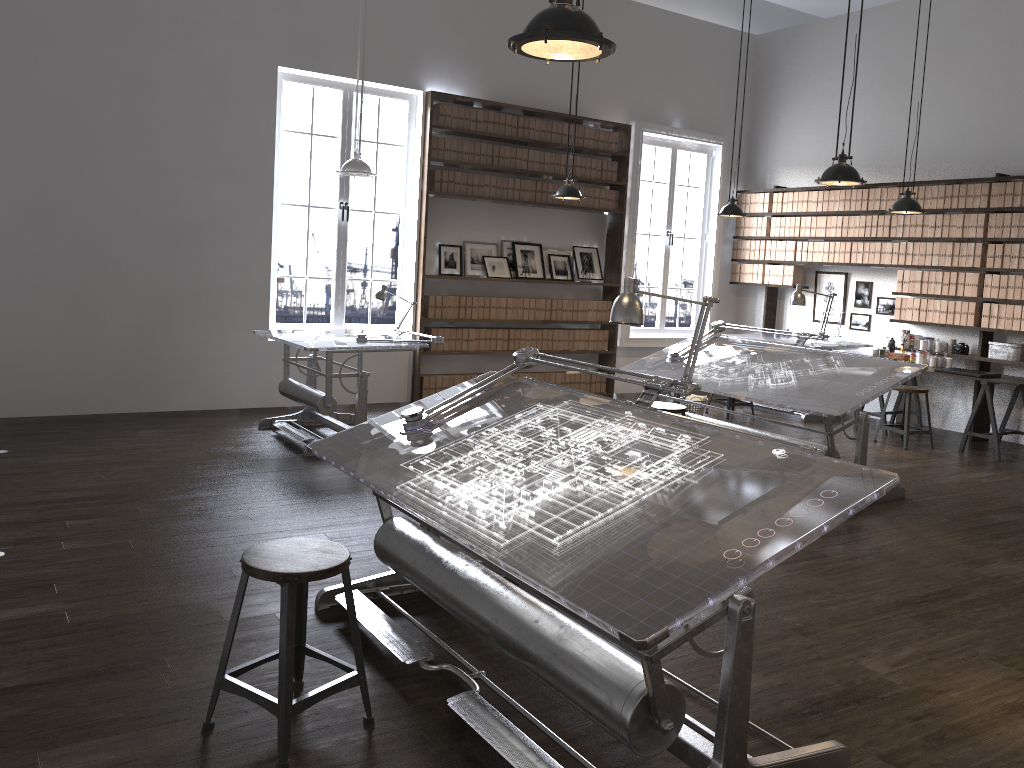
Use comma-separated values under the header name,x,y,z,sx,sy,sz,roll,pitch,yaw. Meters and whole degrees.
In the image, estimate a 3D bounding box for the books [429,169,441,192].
name,x,y,z,sx,sy,sz,roll,pitch,yaw
books,-0.768,-1.987,8.684,0.067,0.224,0.175,0,7,-33

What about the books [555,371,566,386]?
name,x,y,z,sx,sy,sz,roll,pitch,yaw
books,0.506,-0.014,9.741,0.067,0.224,0.175,0,7,-33

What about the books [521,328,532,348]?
name,x,y,z,sx,sy,sz,roll,pitch,yaw
books,0.129,-0.480,9.440,0.067,0.224,0.175,0,7,-33

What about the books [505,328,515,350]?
name,x,y,z,sx,sy,sz,roll,pitch,yaw
books,-0.049,-0.474,9.323,0.067,0.225,0.175,0,7,-33

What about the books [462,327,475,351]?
name,x,y,z,sx,sy,sz,roll,pitch,yaw
books,-0.458,-0.462,9.063,0.067,0.224,0.175,0,7,-33

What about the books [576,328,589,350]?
name,x,y,z,sx,sy,sz,roll,pitch,yaw
books,0.774,-0.499,9.855,0.067,0.224,0.175,0,7,-33

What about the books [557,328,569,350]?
name,x,y,z,sx,sy,sz,roll,pitch,yaw
books,0.541,-0.492,9.709,0.067,0.224,0.175,0,7,-33

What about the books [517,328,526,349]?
name,x,y,z,sx,sy,sz,roll,pitch,yaw
books,0.070,-0.477,9.398,0.067,0.224,0.175,0,7,-33

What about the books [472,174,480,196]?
name,x,y,z,sx,sy,sz,roll,pitch,yaw
books,-0.403,-1.997,8.911,0.067,0.225,0.175,0,7,-33

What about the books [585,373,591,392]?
name,x,y,z,sx,sy,sz,roll,pitch,yaw
books,0.798,-0.023,9.930,0.067,0.224,0.175,0,7,-33

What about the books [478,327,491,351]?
name,x,y,z,sx,sy,sz,roll,pitch,yaw
books,-0.294,-0.468,9.172,0.067,0.224,0.175,0,7,-33

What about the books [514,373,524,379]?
name,x,y,z,sx,sy,sz,roll,pitch,yaw
books,0.048,0.000,9.443,0.067,0.225,0.175,0,7,-33

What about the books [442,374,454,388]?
name,x,y,z,sx,sy,sz,roll,pitch,yaw
books,-0.665,0.020,8.990,0.067,0.224,0.175,0,7,-33

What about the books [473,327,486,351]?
name,x,y,z,sx,sy,sz,roll,pitch,yaw
books,-0.347,-0.465,9.131,0.067,0.225,0.175,0,7,-33

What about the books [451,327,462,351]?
name,x,y,z,sx,sy,sz,roll,pitch,yaw
books,-0.579,-0.459,8.988,0.067,0.224,0.175,0,7,-33

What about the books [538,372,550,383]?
name,x,y,z,sx,sy,sz,roll,pitch,yaw
books,0.333,-0.009,9.630,0.067,0.224,0.175,0,7,-33

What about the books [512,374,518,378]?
name,x,y,z,sx,sy,sz,roll,pitch,yaw
books,-0.016,0.001,9.404,0.067,0.224,0.175,0,7,-33

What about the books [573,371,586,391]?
name,x,y,z,sx,sy,sz,roll,pitch,yaw
books,0.740,-0.021,9.888,0.067,0.224,0.175,0,7,-33

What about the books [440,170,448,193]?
name,x,y,z,sx,sy,sz,roll,pitch,yaw
books,-0.703,-1.988,8.720,0.067,0.225,0.175,0,7,-33

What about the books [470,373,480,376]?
name,x,y,z,sx,sy,sz,roll,pitch,yaw
books,-0.374,0.011,9.179,0.067,0.224,0.175,0,7,-33

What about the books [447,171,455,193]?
name,x,y,z,sx,sy,sz,roll,pitch,yaw
books,-0.642,-1.991,8.765,0.067,0.224,0.175,0,7,-33

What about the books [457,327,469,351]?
name,x,y,z,sx,sy,sz,roll,pitch,yaw
books,-0.518,-0.460,9.023,0.067,0.225,0.175,0,7,-33

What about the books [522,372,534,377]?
name,x,y,z,sx,sy,sz,roll,pitch,yaw
books,0.160,-0.004,9.519,0.067,0.224,0.175,0,7,-33

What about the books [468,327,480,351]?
name,x,y,z,sx,sy,sz,roll,pitch,yaw
books,-0.406,-0.464,9.099,0.067,0.224,0.175,0,7,-33

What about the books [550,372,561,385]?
name,x,y,z,sx,sy,sz,roll,pitch,yaw
books,0.454,-0.012,9.706,0.067,0.224,0.175,0,7,-33

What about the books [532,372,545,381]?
name,x,y,z,sx,sy,sz,roll,pitch,yaw
books,0.273,-0.008,9.594,0.067,0.224,0.175,0,7,-33

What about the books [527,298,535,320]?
name,x,y,z,sx,sy,sz,roll,pitch,yaw
books,0.167,-0.799,9.422,0.067,0.224,0.175,0,7,-33

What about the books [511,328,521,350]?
name,x,y,z,sx,sy,sz,roll,pitch,yaw
books,0.011,-0.477,9.368,0.067,0.224,0.175,0,7,-33

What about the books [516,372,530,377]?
name,x,y,z,sx,sy,sz,roll,pitch,yaw
books,0.108,-0.002,9.483,0.067,0.224,0.175,0,7,-33

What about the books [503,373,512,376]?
name,x,y,z,sx,sy,sz,roll,pitch,yaw
books,-0.075,0.004,9.362,0.067,0.224,0.175,0,7,-33

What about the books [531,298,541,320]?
name,x,y,z,sx,sy,sz,roll,pitch,yaw
books,0.228,-0.801,9.461,0.067,0.225,0.175,0,7,-33

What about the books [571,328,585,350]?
name,x,y,z,sx,sy,sz,roll,pitch,yaw
books,0.722,-0.497,9.820,0.067,0.224,0.175,0,7,-33

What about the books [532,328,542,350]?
name,x,y,z,sx,sy,sz,roll,pitch,yaw
books,0.245,-0.483,9.517,0.067,0.224,0.175,0,7,-33

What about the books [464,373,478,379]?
name,x,y,z,sx,sy,sz,roll,pitch,yaw
books,-0.431,0.014,9.136,0.067,0.224,0.175,0,7,-33

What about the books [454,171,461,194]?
name,x,y,z,sx,sy,sz,roll,pitch,yaw
books,-0.580,-1.992,8.799,0.067,0.224,0.175,0,7,-33

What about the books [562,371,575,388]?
name,x,y,z,sx,sy,sz,roll,pitch,yaw
books,0.619,-0.018,9.815,0.067,0.224,0.175,0,7,-33

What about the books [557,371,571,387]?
name,x,y,z,sx,sy,sz,roll,pitch,yaw
books,0.565,-0.015,9.773,0.067,0.225,0.175,0,7,-33

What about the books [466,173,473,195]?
name,x,y,z,sx,sy,sz,roll,pitch,yaw
books,-0.463,-1.996,8.879,0.067,0.224,0.175,0,7,-33

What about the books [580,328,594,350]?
name,x,y,z,sx,sy,sz,roll,pitch,yaw
books,0.833,-0.500,9.887,0.067,0.225,0.175,0,7,-33

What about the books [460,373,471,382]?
name,x,y,z,sx,sy,sz,roll,pitch,yaw
books,-0.493,0.015,9.102,0.067,0.224,0.175,0,7,-33

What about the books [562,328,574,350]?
name,x,y,z,sx,sy,sz,roll,pitch,yaw
books,0.601,-0.494,9.745,0.067,0.224,0.175,0,7,-33

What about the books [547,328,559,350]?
name,x,y,z,sx,sy,sz,roll,pitch,yaw
books,0.425,-0.488,9.626,0.067,0.224,0.175,0,7,-33

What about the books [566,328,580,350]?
name,x,y,z,sx,sy,sz,roll,pitch,yaw
books,0.662,-0.495,9.779,0.067,0.225,0.175,0,7,-33

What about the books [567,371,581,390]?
name,x,y,z,sx,sy,sz,roll,pitch,yaw
books,0.678,-0.020,9.853,0.067,0.224,0.175,0,7,-33

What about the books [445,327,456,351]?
name,x,y,z,sx,sy,sz,roll,pitch,yaw
books,-0.639,-0.458,8.952,0.067,0.224,0.175,0,7,-33

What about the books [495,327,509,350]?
name,x,y,z,sx,sy,sz,roll,pitch,yaw
books,-0.115,-0.473,9.288,0.067,0.224,0.175,0,7,-33

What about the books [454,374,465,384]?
name,x,y,z,sx,sy,sz,roll,pitch,yaw
books,-0.553,0.017,9.063,0.067,0.224,0.175,0,7,-33

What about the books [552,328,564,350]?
name,x,y,z,sx,sy,sz,roll,pitch,yaw
books,0.484,-0.490,9.668,0.067,0.224,0.175,0,7,-33

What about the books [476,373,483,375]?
name,x,y,z,sx,sy,sz,roll,pitch,yaw
books,-0.308,0.010,9.215,0.067,0.225,0.175,0,7,-33

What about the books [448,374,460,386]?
name,x,y,z,sx,sy,sz,roll,pitch,yaw
books,-0.606,0.019,9.022,0.067,0.225,0.175,0,7,-33

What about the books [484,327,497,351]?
name,x,y,z,sx,sy,sz,roll,pitch,yaw
books,-0.234,-0.469,9.210,0.067,0.224,0.175,0,7,-33

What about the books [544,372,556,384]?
name,x,y,z,sx,sy,sz,roll,pitch,yaw
books,0.394,-0.011,9.665,0.067,0.225,0.175,0,7,-33

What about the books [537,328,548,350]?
name,x,y,z,sx,sy,sz,roll,pitch,yaw
books,0.309,-0.485,9.556,0.067,0.224,0.175,0,7,-33

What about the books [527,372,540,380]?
name,x,y,z,sx,sy,sz,roll,pitch,yaw
books,0.218,-0.005,9.551,0.067,0.225,0.175,0,7,-33

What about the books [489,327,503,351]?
name,x,y,z,sx,sy,sz,roll,pitch,yaw
books,-0.172,-0.470,9.245,0.067,0.224,0.175,0,7,-33

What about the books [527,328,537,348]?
name,x,y,z,sx,sy,sz,roll,pitch,yaw
books,0.185,-0.482,9.481,0.067,0.224,0.175,0,7,-33

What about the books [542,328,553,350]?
name,x,y,z,sx,sy,sz,roll,pitch,yaw
books,0.364,-0.486,9.587,0.067,0.225,0.175,0,7,-33
